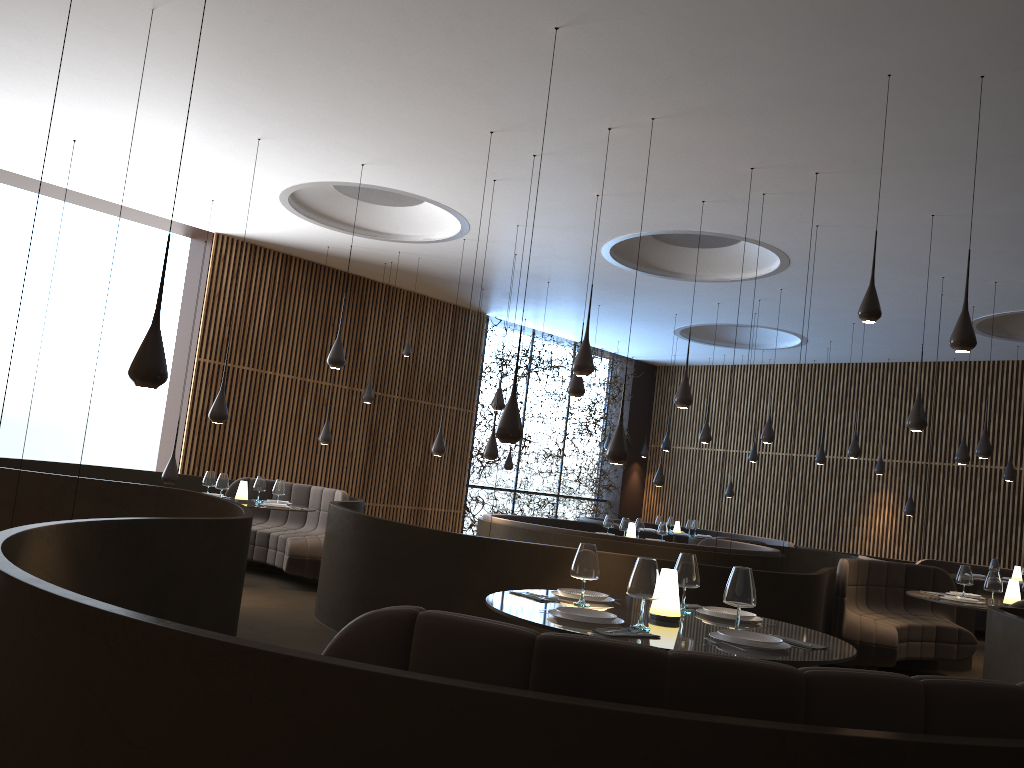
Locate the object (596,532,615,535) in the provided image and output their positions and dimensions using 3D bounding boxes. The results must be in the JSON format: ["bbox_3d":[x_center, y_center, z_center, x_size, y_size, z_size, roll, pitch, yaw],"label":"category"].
[{"bbox_3d":[1.278,2.064,12.163,0.263,0.029,0.264,5,-7,12],"label":"object"}]

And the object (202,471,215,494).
[{"bbox_3d":[-3.447,1.141,10.079,0.142,0.295,0.142,5,-6,18],"label":"object"}]

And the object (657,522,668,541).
[{"bbox_3d":[1.964,1.946,11.557,0.142,0.295,0.142,5,-5,16],"label":"object"}]

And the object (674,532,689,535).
[{"bbox_3d":[3.061,2.718,16.041,0.264,0.029,0.263,12,-8,-39],"label":"object"}]

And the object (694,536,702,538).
[{"bbox_3d":[3.356,2.764,15.992,0.126,0.017,0.262,6,-7,6],"label":"object"}]

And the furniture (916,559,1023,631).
[{"bbox_3d":[7.948,3.356,12.971,1.982,1.045,3.941,8,-7,-13],"label":"furniture"}]

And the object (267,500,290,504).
[{"bbox_3d":[-2.761,1.395,10.467,0.263,0.029,0.264,5,-7,11],"label":"object"}]

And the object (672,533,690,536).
[{"bbox_3d":[3.060,2.727,16.040,0.331,0.014,0.333,3,-8,31],"label":"object"}]

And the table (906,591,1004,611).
[{"bbox_3d":[4.251,2.427,7.595,1.673,1.021,1.675,8,-6,-10],"label":"table"}]

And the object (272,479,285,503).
[{"bbox_3d":[-2.628,1.226,9.982,0.142,0.295,0.142,11,-7,-41],"label":"object"}]

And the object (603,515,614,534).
[{"bbox_3d":[1.298,1.912,11.942,0.142,0.295,0.142,6,-5,12],"label":"object"}]

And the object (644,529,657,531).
[{"bbox_3d":[2.552,2.730,16.584,0.331,0.014,0.333,1,-9,42],"label":"object"}]

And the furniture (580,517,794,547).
[{"bbox_3d":[3.145,3.204,16.318,3.880,1.045,3.803,4,-7,22],"label":"furniture"}]

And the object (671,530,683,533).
[{"bbox_3d":[3.179,2.853,17.104,0.263,0.029,0.264,2,-8,37],"label":"object"}]

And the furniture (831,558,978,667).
[{"bbox_3d":[4.130,2.467,9.492,2.537,1.058,0.931,12,-8,-39],"label":"furniture"}]

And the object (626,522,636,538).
[{"bbox_3d":[1.582,1.952,11.730,0.145,0.231,0.142,10,-6,-29],"label":"object"}]

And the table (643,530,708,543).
[{"bbox_3d":[3.019,3.307,16.540,1.671,1.021,1.677,6,-6,6],"label":"table"}]

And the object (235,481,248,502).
[{"bbox_3d":[-3.046,1.213,10.021,0.142,0.231,0.144,9,-6,-23],"label":"object"}]

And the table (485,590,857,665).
[{"bbox_3d":[0.649,1.601,4.078,1.676,1.021,1.672,11,-7,-36],"label":"table"}]

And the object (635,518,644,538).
[{"bbox_3d":[1.736,1.983,12.110,0.142,0.295,0.142,9,-6,-23],"label":"object"}]

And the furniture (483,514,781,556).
[{"bbox_3d":[1.465,2.497,11.656,3.877,1.115,3.802,4,-7,20],"label":"furniture"}]

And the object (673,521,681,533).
[{"bbox_3d":[3.092,2.687,16.594,0.142,0.231,0.145,4,-6,25],"label":"object"}]

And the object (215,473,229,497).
[{"bbox_3d":[-3.170,1.130,9.694,0.142,0.295,0.142,2,-7,42],"label":"object"}]

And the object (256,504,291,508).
[{"bbox_3d":[-2.606,1.340,9.737,0.204,0.012,0.412,2,-8,34],"label":"object"}]

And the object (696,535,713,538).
[{"bbox_3d":[3.592,2.849,16.560,0.331,0.014,0.333,3,-8,30],"label":"object"}]

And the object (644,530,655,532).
[{"bbox_3d":[2.499,2.697,16.288,0.262,0.017,0.127,6,-7,7],"label":"object"}]

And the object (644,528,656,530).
[{"bbox_3d":[2.554,2.720,16.585,0.263,0.029,0.263,8,-7,-9],"label":"object"}]

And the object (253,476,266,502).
[{"bbox_3d":[-2.973,1.238,10.434,0.142,0.295,0.142,5,-5,13],"label":"object"}]

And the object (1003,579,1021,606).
[{"bbox_3d":[4.324,1.807,7.650,0.144,0.231,0.143,5,-6,20],"label":"object"}]

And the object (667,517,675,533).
[{"bbox_3d":[3.035,2.690,16.947,0.142,0.295,0.142,1,-8,45],"label":"object"}]

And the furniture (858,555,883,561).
[{"bbox_3d":[5.549,3.080,12.684,0.900,1.045,2.537,7,-6,-3],"label":"furniture"}]

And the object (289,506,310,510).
[{"bbox_3d":[-2.407,1.396,9.965,0.262,0.017,0.127,2,-8,38],"label":"object"}]

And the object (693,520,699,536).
[{"bbox_3d":[3.468,2.719,16.758,0.142,0.295,0.142,7,-5,-1],"label":"object"}]

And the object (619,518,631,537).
[{"bbox_3d":[1.444,1.861,11.341,0.142,0.295,0.142,6,-5,7],"label":"object"}]

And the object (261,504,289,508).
[{"bbox_3d":[-2.604,1.340,9.741,0.331,0.014,0.333,5,-7,16],"label":"object"}]

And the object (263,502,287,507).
[{"bbox_3d":[-2.602,1.330,9.742,0.263,0.029,0.264,4,-7,22],"label":"object"}]

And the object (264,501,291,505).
[{"bbox_3d":[-2.762,1.404,10.466,0.331,0.014,0.333,2,-8,37],"label":"object"}]

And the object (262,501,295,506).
[{"bbox_3d":[-2.758,1.406,10.464,0.410,0.012,0.205,3,-8,32],"label":"object"}]

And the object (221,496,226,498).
[{"bbox_3d":[-3.488,1.300,10.298,0.332,0.014,0.332,10,-7,-28],"label":"object"}]

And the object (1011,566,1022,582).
[{"bbox_3d":[7.281,2.742,12.776,0.142,0.231,0.145,3,-7,37],"label":"object"}]

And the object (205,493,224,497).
[{"bbox_3d":[-3.487,1.290,10.299,0.263,0.029,0.264,5,-7,13],"label":"object"}]

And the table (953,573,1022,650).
[{"bbox_3d":[7.208,3.361,12.721,1.671,1.021,1.677,2,-7,35],"label":"table"}]

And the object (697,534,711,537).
[{"bbox_3d":[3.593,2.840,16.560,0.263,0.029,0.264,2,-8,34],"label":"object"}]

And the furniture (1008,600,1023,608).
[{"bbox_3d":[5.754,2.493,7.731,1.980,1.045,3.946,1,-8,42],"label":"furniture"}]

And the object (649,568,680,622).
[{"bbox_3d":[0.722,0.981,4.132,0.142,0.231,0.145,4,-6,23],"label":"object"}]

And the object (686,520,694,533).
[{"bbox_3d":[3.246,2.630,16.207,0.142,0.295,0.142,3,-7,38],"label":"object"}]

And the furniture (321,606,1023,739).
[{"bbox_3d":[1.424,1.399,3.175,4.250,1.119,1.470,11,-7,-31],"label":"furniture"}]

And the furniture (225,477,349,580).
[{"bbox_3d":[-2.810,1.730,10.753,2.530,1.058,0.934,1,-8,41],"label":"furniture"}]

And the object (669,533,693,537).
[{"bbox_3d":[3.055,2.728,16.039,0.410,0.012,0.205,7,-6,1],"label":"object"}]

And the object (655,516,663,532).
[{"bbox_3d":[2.720,2.592,16.419,0.142,0.295,0.142,2,-7,40],"label":"object"}]

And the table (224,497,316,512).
[{"bbox_3d":[-3.119,1.833,9.967,1.671,1.021,1.677,2,-8,37],"label":"table"}]

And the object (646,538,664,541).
[{"bbox_3d":[1.950,2.131,12.063,0.263,0.029,0.264,1,-9,40],"label":"object"}]
